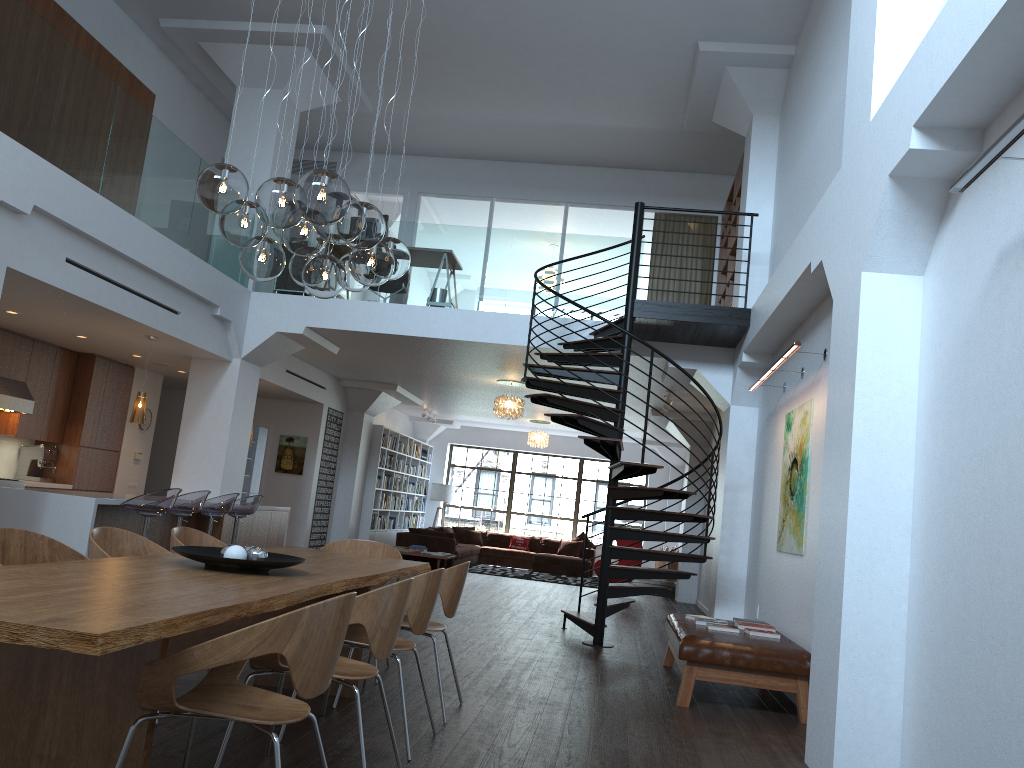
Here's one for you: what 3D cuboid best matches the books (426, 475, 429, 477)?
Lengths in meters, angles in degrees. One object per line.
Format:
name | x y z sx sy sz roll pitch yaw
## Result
books | -2.053 2.079 20.144 0.284 0.033 0.197 3 -9 22

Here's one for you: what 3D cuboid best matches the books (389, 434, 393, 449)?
books | -2.373 1.087 16.767 0.176 0.293 0.125 5 -8 7

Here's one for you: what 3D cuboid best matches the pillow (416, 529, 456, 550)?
pillow | -1.379 2.820 16.000 0.750 0.364 0.289 6 -8 7

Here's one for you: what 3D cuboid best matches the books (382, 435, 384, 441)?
books | -2.444 1.024 16.125 0.182 0.215 0.188 5 -8 7

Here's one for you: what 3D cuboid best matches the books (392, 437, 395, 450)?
books | -2.344 1.134 16.926 0.182 0.253 0.098 5 -8 7

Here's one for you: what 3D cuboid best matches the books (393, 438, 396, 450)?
books | -2.338 1.150 17.012 0.174 0.243 0.085 5 -8 7

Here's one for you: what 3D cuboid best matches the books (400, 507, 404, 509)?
books | -2.359 2.517 18.142 0.251 0.037 0.160 5 -8 12

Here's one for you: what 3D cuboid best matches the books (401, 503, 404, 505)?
books | -2.339 2.440 18.162 0.231 0.044 0.168 6 -8 2

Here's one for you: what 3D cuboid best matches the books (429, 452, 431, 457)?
books | -1.945 1.684 20.381 0.140 0.231 0.042 5 -8 7

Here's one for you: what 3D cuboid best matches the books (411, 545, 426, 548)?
books | -1.631 2.842 15.512 0.224 0.027 0.157 5 -8 12

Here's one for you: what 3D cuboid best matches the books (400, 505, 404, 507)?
books | -2.356 2.482 18.172 0.259 0.040 0.180 5 -8 7

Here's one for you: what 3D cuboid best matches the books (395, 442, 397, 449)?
books | -2.329 1.180 17.181 0.167 0.233 0.077 5 -8 7

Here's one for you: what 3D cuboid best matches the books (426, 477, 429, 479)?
books | -2.057 2.112 20.139 0.284 0.035 0.197 0 -10 37

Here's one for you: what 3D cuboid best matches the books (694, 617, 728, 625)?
books | 1.537 1.842 6.846 0.247 0.040 0.185 5 -8 10

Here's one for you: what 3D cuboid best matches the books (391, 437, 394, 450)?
books | -2.350 1.130 16.894 0.159 0.248 0.089 5 -8 7

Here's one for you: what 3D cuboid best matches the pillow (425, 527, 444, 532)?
pillow | -1.382 2.816 16.272 0.269 0.411 0.559 12 -10 -36

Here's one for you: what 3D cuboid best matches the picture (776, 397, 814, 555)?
picture | 2.309 0.777 7.262 0.010 1.200 1.095 5 -8 7

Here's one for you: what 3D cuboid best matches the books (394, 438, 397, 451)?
books | -2.328 1.160 17.113 0.182 0.255 0.077 5 -8 7

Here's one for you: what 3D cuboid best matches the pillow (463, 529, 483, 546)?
pillow | -0.846 3.313 19.138 0.489 0.337 0.238 10 -9 -23

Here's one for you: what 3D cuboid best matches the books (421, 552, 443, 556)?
books | -1.358 2.875 15.054 0.231 0.040 0.342 14 -11 -42

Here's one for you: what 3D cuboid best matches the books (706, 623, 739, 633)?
books | 1.563 1.808 6.578 0.224 0.032 0.161 5 -8 7

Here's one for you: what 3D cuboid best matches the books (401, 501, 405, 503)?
books | -2.340 2.398 18.161 0.253 0.040 0.183 5 -8 7

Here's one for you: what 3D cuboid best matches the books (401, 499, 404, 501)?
books | -2.329 2.366 18.172 0.223 0.032 0.161 5 -8 7

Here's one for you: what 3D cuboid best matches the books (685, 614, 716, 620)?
books | 1.523 1.892 7.165 0.161 0.031 0.223 9 -8 -15

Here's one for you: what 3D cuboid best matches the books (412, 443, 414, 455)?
books | -2.143 1.372 18.599 0.140 0.298 0.044 5 -8 7

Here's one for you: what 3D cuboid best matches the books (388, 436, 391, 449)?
books | -2.380 1.098 16.677 0.174 0.242 0.105 5 -8 7

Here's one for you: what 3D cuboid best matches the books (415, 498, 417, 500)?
books | -2.186 2.484 19.267 0.223 0.031 0.161 5 -8 7

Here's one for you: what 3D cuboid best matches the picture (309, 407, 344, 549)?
picture | -3.067 1.608 14.667 0.021 2.380 0.800 5 -8 8

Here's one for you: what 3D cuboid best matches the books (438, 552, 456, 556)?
books | -1.166 2.944 15.372 0.256 0.035 0.350 1 -10 32

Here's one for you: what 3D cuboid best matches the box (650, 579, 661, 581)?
box | 3.174 4.249 19.570 0.228 0.165 0.368 5 -8 7

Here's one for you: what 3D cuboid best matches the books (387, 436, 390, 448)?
books | -2.389 1.086 16.626 0.170 0.251 0.118 5 -8 7

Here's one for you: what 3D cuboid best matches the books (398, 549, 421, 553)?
books | -1.754 2.841 15.115 0.236 0.035 0.340 1 -10 32

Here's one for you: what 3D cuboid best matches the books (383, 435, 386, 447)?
books | -2.420 1.049 16.312 0.161 0.222 0.084 5 -8 7

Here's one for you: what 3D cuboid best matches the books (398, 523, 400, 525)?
books | -2.438 2.843 18.070 0.254 0.032 0.174 5 -8 12

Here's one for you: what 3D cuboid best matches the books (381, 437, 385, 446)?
books | -2.442 1.040 16.215 0.167 0.210 0.162 5 -8 7

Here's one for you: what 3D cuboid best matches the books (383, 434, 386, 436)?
books | -2.423 1.041 16.345 0.159 0.248 0.089 5 -8 7

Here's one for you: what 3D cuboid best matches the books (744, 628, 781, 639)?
books | 1.839 1.832 6.516 0.224 0.036 0.161 6 -8 2

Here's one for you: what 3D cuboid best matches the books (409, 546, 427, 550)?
books | -1.639 2.873 15.510 0.279 0.035 0.191 4 -9 17

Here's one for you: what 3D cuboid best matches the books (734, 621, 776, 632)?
books | 1.874 1.878 6.842 0.283 0.043 0.197 5 -8 7

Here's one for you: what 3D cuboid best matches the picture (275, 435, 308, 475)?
picture | -3.518 1.129 14.132 0.450 0.600 0.030 5 -8 7

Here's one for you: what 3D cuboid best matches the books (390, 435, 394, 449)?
books | -2.370 1.097 16.829 0.197 0.290 0.136 5 -8 7

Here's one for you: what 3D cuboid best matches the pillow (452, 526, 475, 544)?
pillow | -1.022 3.292 19.260 0.580 0.418 0.334 9 -9 -19

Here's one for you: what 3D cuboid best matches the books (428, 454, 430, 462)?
books | -1.957 1.690 20.244 0.128 0.178 0.022 5 -8 7

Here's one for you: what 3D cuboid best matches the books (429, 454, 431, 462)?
books | -1.948 1.698 20.338 0.139 0.191 0.036 5 -8 7

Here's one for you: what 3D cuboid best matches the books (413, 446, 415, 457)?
books | -2.149 1.416 18.732 0.171 0.246 0.057 5 -8 7

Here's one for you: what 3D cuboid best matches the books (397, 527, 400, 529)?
books | -2.441 2.909 18.057 0.284 0.035 0.197 5 -8 7

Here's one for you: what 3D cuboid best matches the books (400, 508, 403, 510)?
books | -2.362 2.554 18.134 0.246 0.038 0.171 5 -8 7

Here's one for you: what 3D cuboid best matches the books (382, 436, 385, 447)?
books | -2.426 1.046 16.278 0.161 0.218 0.101 5 -8 7

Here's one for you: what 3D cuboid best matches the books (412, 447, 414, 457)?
books | -2.149 1.423 18.639 0.144 0.207 0.048 5 -8 7

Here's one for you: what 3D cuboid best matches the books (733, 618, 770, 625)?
books | 1.929 1.931 7.153 0.254 0.044 0.183 6 -8 2

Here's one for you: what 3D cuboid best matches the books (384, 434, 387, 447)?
books | -2.416 1.045 16.388 0.170 0.251 0.118 5 -8 7

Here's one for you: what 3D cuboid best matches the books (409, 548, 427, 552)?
books | -1.639 2.908 15.501 0.312 0.037 0.216 7 -8 -2

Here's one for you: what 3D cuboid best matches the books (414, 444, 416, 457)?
books | -2.140 1.407 18.817 0.176 0.290 0.053 5 -8 7

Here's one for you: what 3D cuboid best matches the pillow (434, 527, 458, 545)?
pillow | -1.328 3.047 17.685 0.325 0.391 0.625 3 -9 24

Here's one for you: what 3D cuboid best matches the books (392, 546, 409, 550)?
books | -1.959 2.865 15.484 0.241 0.045 0.334 5 -8 9
